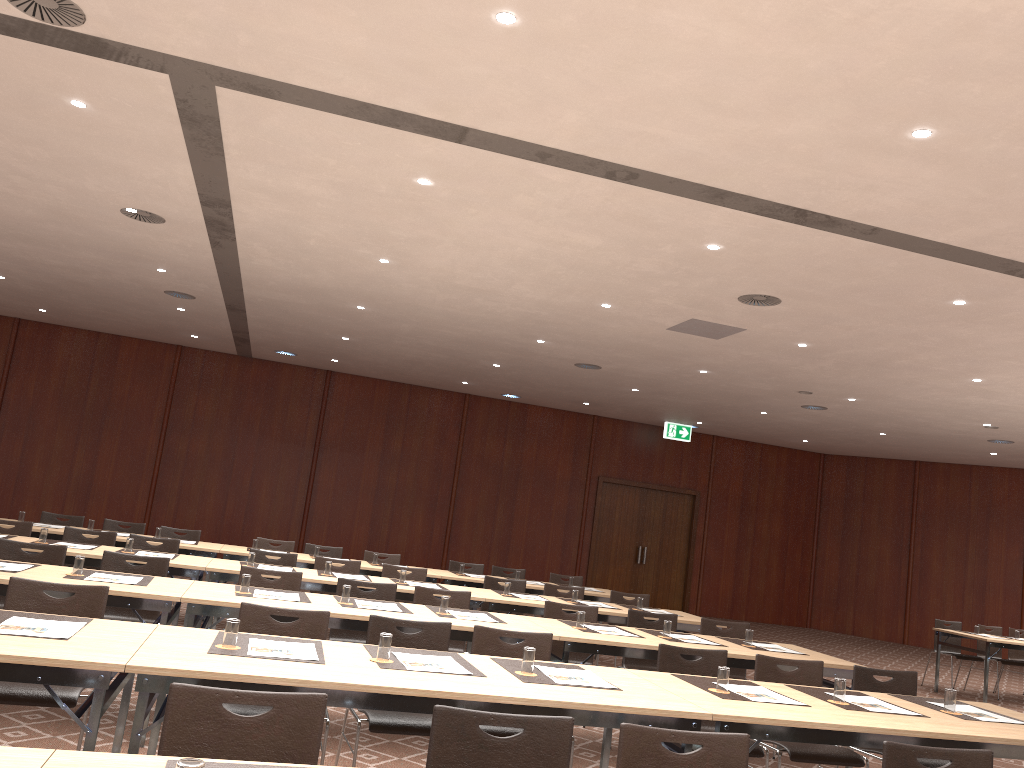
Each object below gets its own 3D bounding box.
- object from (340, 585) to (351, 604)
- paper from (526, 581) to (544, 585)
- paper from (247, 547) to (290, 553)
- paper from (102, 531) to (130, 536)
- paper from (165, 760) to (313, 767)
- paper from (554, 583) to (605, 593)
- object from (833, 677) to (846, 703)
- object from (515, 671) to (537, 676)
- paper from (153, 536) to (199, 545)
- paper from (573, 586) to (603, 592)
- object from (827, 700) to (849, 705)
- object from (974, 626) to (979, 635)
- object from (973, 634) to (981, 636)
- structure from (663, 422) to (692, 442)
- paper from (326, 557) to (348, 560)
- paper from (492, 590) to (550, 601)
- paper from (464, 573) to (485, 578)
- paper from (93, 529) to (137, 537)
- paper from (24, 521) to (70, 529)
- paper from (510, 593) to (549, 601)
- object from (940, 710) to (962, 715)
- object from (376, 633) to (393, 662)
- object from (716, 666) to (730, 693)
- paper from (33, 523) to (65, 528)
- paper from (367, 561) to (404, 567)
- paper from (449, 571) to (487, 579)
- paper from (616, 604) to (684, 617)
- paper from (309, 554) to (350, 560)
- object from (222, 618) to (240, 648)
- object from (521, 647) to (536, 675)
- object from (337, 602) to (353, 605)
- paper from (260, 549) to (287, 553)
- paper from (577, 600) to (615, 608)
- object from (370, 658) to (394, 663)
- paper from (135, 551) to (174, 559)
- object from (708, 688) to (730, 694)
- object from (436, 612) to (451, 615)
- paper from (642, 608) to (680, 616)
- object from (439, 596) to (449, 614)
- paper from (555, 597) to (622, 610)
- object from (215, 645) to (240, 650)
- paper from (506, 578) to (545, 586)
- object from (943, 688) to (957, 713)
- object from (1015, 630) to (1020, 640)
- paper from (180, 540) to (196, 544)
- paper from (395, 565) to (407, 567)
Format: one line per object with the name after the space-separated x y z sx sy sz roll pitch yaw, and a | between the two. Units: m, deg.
-1.078 1.364 5.756 0.054 0.114 0.054 5 -9 19 | object
0.246 2.286 10.205 0.284 0.006 0.398 10 -9 -15 | paper
-2.617 1.806 9.551 0.460 0.003 0.566 10 -9 -15 | paper
-4.082 1.537 9.112 0.284 0.006 0.398 10 -9 -17 | paper
-0.522 0.903 1.900 0.460 0.003 0.566 10 -9 -15 | paper
0.788 2.396 10.420 0.460 0.003 0.566 10 -9 -13 | paper
1.620 1.513 4.383 0.054 0.114 0.054 5 -9 19 | object
0.063 1.301 3.981 0.102 0.001 0.102 12 -10 -25 | object
-3.540 1.646 9.322 0.460 0.003 0.566 10 -9 -17 | paper
0.882 2.402 10.401 0.284 0.006 0.398 10 -9 -13 | paper
1.606 1.567 4.364 0.102 0.001 0.102 12 -10 -25 | object
6.125 3.246 11.683 0.054 0.114 0.054 12 -9 -25 | object
6.114 3.302 11.672 0.102 0.001 0.102 12 -10 -25 | object
3.526 1.019 18.883 0.587 0.345 0.105 10 -8 -14 | structure
-1.896 1.915 9.660 0.284 0.006 0.398 10 -9 -17 | paper
0.085 1.959 8.204 0.460 0.003 0.566 9 -9 -12 | paper
-0.374 2.180 10.057 0.284 0.006 0.398 10 -9 -16 | paper
-4.160 1.536 9.144 0.460 0.003 0.566 10 -9 -12 | paper
-4.797 1.429 9.004 0.460 0.003 0.566 10 -9 -13 | paper
0.168 1.954 8.126 0.284 0.006 0.398 10 -9 -16 | paper
2.243 1.678 4.529 0.102 0.001 0.102 8 -9 -3 | object
-0.552 1.138 3.839 0.054 0.114 0.054 5 -9 19 | object
1.005 1.407 4.226 0.054 0.114 0.054 5 -9 19 | object
-4.696 1.434 8.977 0.284 0.006 0.398 10 -9 -16 | paper
-1.365 2.025 9.885 0.460 0.003 0.566 10 -9 -14 | paper
-0.448 2.182 10.110 0.460 0.003 0.566 10 -9 -15 | paper
1.310 2.170 8.509 0.460 0.003 0.566 10 -9 -15 | paper
-1.978 1.918 9.726 0.460 0.003 0.566 10 -9 -15 | paper
-1.161 1.030 3.668 0.054 0.114 0.054 5 -9 19 | object
0.073 1.247 3.998 0.054 0.114 0.054 5 -9 19 | object
-1.079 1.421 5.744 0.102 0.001 0.102 12 -10 -25 | object
-2.562 1.803 9.513 0.284 0.006 0.398 10 -9 -13 | paper
0.784 2.069 8.335 0.284 0.006 0.398 10 -9 -17 | paper
-0.563 1.193 3.827 0.102 0.001 0.102 12 -10 -25 | object
-2.958 1.416 7.354 0.284 0.006 0.398 10 -9 -16 | paper
0.986 1.462 4.223 0.102 0.001 0.102 12 -10 -25 | object
-0.456 1.528 5.900 0.102 0.001 0.102 12 -10 -25 | object
1.394 2.169 8.454 0.284 0.006 0.398 10 -9 -13 | paper
-0.451 1.471 5.903 0.054 0.114 0.054 5 -9 19 | object
0.718 2.064 8.337 0.460 0.003 0.566 10 -9 -15 | paper
-1.173 1.086 3.661 0.102 0.001 0.102 12 -10 -25 | object
0.198 2.292 10.256 0.460 0.003 0.566 10 -9 -14 | paper
2.248 1.623 4.551 0.054 0.114 0.054 0 -11 42 | object
6.753 3.356 11.852 0.054 0.114 0.054 12 -9 -25 | object
-3.464 1.644 9.269 0.284 0.006 0.398 10 -9 -14 | paper
-1.285 2.025 9.841 0.284 0.006 0.398 10 -9 -13 | paper
